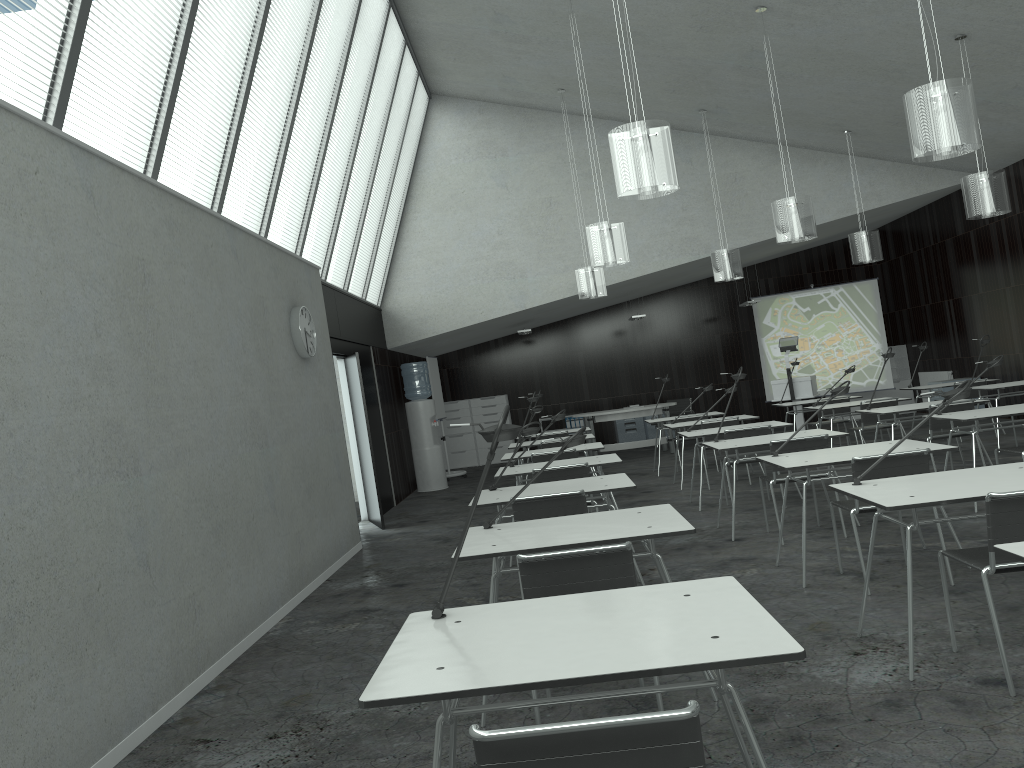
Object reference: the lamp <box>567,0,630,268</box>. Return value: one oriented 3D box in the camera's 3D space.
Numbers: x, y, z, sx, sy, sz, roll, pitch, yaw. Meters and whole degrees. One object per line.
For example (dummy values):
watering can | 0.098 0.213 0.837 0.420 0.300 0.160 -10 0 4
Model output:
lamp | 0.690 -2.603 7.975 0.350 2.848 0.359 -8 0 2

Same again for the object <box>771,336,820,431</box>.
object | 3.813 0.112 11.954 0.559 1.639 0.680 -8 0 26

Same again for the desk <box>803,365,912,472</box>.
desk | 3.609 0.364 9.266 0.900 1.153 0.700 -8 0 2

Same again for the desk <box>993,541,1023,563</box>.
desk | 1.751 0.566 2.043 0.900 1.153 0.700 -8 0 2

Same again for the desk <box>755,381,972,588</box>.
desk | 1.908 0.567 4.955 0.900 1.153 0.700 -8 0 2

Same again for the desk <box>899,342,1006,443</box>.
desk | 5.251 0.062 10.660 0.900 1.321 0.700 -8 0 2

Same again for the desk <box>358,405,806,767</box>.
desk | 0.156 0.704 2.102 0.900 1.321 0.700 -8 0 2

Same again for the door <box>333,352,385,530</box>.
door | -1.577 0.648 9.316 0.365 2.020 0.940 -8 0 2

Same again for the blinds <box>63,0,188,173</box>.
blinds | -1.745 -2.702 4.483 1.094 2.949 0.889 -8 0 2

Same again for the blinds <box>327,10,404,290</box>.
blinds | -1.553 -2.689 9.422 1.094 2.949 0.889 -8 0 2

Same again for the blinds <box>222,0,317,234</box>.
blinds | -1.668 -2.697 6.459 1.094 2.949 0.889 -8 0 2

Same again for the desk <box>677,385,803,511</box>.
desk | 1.979 0.580 7.863 0.900 1.153 0.700 -8 0 3

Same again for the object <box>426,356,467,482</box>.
object | -1.093 0.578 13.464 0.560 2.091 0.553 -8 -1 -34

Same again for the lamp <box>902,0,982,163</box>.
lamp | 2.268 -2.573 4.959 0.350 2.307 0.359 -8 0 2

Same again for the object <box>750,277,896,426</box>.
object | 5.100 -0.533 14.584 2.051 2.602 0.673 -8 0 27

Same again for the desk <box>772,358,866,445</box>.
desk | 3.677 0.281 10.712 0.900 1.321 0.700 -8 0 2

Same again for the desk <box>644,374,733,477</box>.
desk | 2.091 0.503 10.763 0.900 1.321 0.700 -8 0 3

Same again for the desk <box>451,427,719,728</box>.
desk | 0.254 0.786 3.562 0.900 1.153 0.700 -8 0 2

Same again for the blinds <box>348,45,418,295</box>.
blinds | -1.511 -2.704 10.410 1.106 2.982 0.889 -8 0 2

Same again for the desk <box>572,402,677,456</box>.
desk | 1.765 0.822 13.345 1.600 0.818 0.910 -8 0 -3

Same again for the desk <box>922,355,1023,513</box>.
desk | 3.548 0.350 6.352 0.900 1.153 0.700 -8 0 2

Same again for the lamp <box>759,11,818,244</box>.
lamp | 2.383 -2.566 7.909 0.350 2.307 0.359 -8 0 2

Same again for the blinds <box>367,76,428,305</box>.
blinds | -1.472 -2.702 11.399 1.106 2.982 0.889 -8 0 2

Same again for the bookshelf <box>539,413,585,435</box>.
bookshelf | 0.929 0.997 15.648 0.817 0.739 0.403 -8 0 2

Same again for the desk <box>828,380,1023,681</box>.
desk | 1.818 0.568 3.488 0.900 1.153 0.700 -8 0 3

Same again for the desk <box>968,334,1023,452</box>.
desk | 5.243 0.052 9.197 0.900 1.321 0.700 -8 0 1

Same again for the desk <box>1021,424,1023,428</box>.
desk | 3.480 0.348 4.914 0.900 1.153 0.700 -8 0 1

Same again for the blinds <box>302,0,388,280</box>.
blinds | -1.591 -2.692 8.436 1.094 2.949 0.889 -8 0 2

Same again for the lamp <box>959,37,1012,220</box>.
lamp | 4.092 -2.528 7.842 0.350 1.761 0.359 -8 0 2

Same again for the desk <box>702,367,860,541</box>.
desk | 1.886 0.497 6.418 0.900 1.321 0.700 -8 0 2

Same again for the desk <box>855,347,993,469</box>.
desk | 3.587 0.271 7.784 0.900 1.321 0.700 -8 0 2

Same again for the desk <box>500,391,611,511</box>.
desk | 0.370 0.720 7.925 0.900 1.321 0.700 -8 0 3

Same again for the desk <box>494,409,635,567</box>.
desk | 0.355 0.795 6.481 0.900 1.153 0.700 -8 0 3

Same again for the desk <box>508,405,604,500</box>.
desk | 0.436 0.807 9.380 0.900 1.153 0.700 -8 0 2

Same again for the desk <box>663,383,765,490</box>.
desk | 2.099 0.575 9.342 0.900 1.153 0.700 -8 0 2

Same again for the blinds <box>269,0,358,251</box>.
blinds | -1.630 -2.694 7.448 1.094 2.949 0.889 -8 0 2

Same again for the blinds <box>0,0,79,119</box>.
blinds | -1.784 -2.704 3.494 1.094 2.949 0.889 -8 0 2

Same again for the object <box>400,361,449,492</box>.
object | -1.228 0.651 12.288 0.436 1.967 0.436 -8 0 -8

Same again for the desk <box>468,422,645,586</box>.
desk | 0.243 0.799 5.024 0.900 1.153 0.700 -8 0 2

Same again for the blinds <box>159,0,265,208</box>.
blinds | -1.707 -2.699 5.471 1.094 2.949 0.889 -8 0 2

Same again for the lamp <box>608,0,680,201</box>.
lamp | 0.576 -2.610 5.025 0.350 2.848 0.359 -8 0 2

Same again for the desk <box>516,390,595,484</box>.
desk | 0.517 0.722 10.854 0.900 1.321 0.700 -8 0 2
